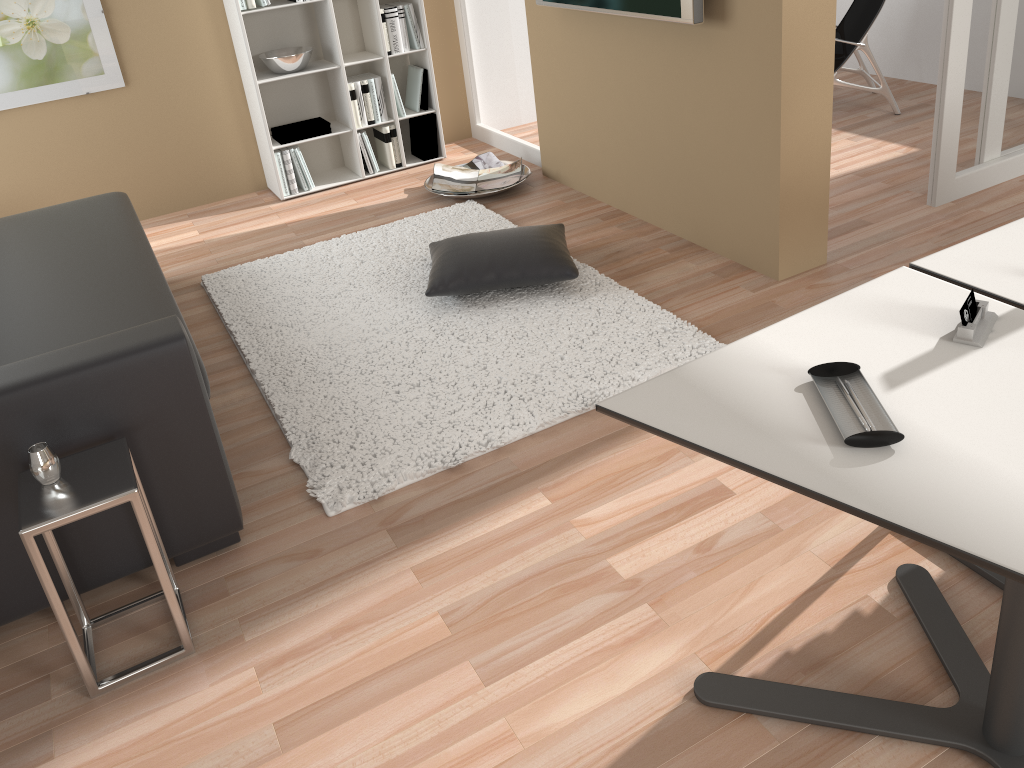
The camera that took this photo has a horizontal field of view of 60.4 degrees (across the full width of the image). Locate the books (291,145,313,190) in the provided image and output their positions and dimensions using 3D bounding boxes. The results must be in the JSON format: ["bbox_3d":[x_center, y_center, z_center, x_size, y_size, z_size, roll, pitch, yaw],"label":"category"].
[{"bbox_3d":[-1.235,-1.268,5.107,0.059,0.246,0.215,-18,29,-21],"label":"books"}]

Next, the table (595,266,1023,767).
[{"bbox_3d":[0.765,0.371,1.475,0.824,0.656,0.957,-21,31,-24],"label":"table"}]

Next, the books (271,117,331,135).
[{"bbox_3d":[-1.216,-1.486,5.065,0.301,0.006,0.218,-20,32,-22],"label":"books"}]

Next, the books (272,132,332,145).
[{"bbox_3d":[-1.214,-1.437,5.085,0.301,0.007,0.218,-20,32,-22],"label":"books"}]

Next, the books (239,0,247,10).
[{"bbox_3d":[-1.466,-2.114,4.643,0.041,0.246,0.215,-18,29,-21],"label":"books"}]

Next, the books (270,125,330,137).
[{"bbox_3d":[-1.220,-1.477,5.071,0.301,0.007,0.218,-20,32,-22],"label":"books"}]

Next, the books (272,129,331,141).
[{"bbox_3d":[-1.215,-1.457,5.077,0.301,0.006,0.218,-20,32,-22],"label":"books"}]

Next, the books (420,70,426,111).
[{"bbox_3d":[-0.566,-1.795,5.338,0.043,0.227,0.218,-18,29,-21],"label":"books"}]

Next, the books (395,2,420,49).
[{"bbox_3d":[-0.619,-2.100,5.157,0.061,0.247,0.215,-18,29,-21],"label":"books"}]

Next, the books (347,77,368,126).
[{"bbox_3d":[-0.914,-1.655,5.155,0.041,0.246,0.215,-18,29,-21],"label":"books"}]

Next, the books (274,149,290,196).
[{"bbox_3d":[-1.346,-1.231,5.066,0.041,0.246,0.215,-18,29,-21],"label":"books"}]

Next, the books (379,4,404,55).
[{"bbox_3d":[-0.714,-2.058,5.106,0.077,0.246,0.215,-18,29,-21],"label":"books"}]

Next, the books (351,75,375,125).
[{"bbox_3d":[-0.877,-1.668,5.169,0.041,0.246,0.215,-18,29,-21],"label":"books"}]

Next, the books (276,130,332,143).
[{"bbox_3d":[-1.215,-1.447,5.082,0.301,0.006,0.218,-20,32,-22],"label":"books"}]

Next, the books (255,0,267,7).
[{"bbox_3d":[-1.381,-2.144,4.677,0.061,0.247,0.215,-18,29,-21],"label":"books"}]

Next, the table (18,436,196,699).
[{"bbox_3d":[-0.912,0.409,1.991,0.230,0.447,0.247,-19,29,-22],"label":"table"}]

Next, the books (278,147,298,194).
[{"bbox_3d":[-1.303,-1.244,5.080,0.041,0.246,0.215,-18,29,-21],"label":"books"}]

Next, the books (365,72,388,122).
[{"bbox_3d":[-0.804,-1.696,5.202,0.041,0.246,0.215,-18,29,-21],"label":"books"}]

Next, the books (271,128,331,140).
[{"bbox_3d":[-1.216,-1.462,5.075,0.301,0.006,0.218,-20,32,-22],"label":"books"}]

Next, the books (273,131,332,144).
[{"bbox_3d":[-1.215,-1.442,5.084,0.301,0.006,0.218,-20,32,-22],"label":"books"}]

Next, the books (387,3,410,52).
[{"bbox_3d":[-0.667,-2.084,5.141,0.041,0.246,0.215,-18,29,-21],"label":"books"}]

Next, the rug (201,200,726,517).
[{"bbox_3d":[-0.352,-0.291,3.494,1.469,0.043,2.098,-20,32,-21],"label":"rug"}]

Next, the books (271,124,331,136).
[{"bbox_3d":[-1.216,-1.481,5.066,0.301,0.007,0.218,-20,32,-22],"label":"books"}]

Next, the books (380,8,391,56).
[{"bbox_3d":[-0.770,-2.039,5.085,0.041,0.246,0.215,-18,29,-21],"label":"books"}]

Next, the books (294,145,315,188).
[{"bbox_3d":[-1.227,-1.282,5.126,0.059,0.246,0.215,-18,29,-21],"label":"books"}]

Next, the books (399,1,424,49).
[{"bbox_3d":[-0.596,-2.108,5.167,0.061,0.247,0.215,-18,29,-21],"label":"books"}]

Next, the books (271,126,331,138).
[{"bbox_3d":[-1.219,-1.473,5.073,0.301,0.007,0.218,-20,32,-22],"label":"books"}]

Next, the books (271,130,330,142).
[{"bbox_3d":[-1.218,-1.452,5.078,0.302,0.006,0.217,-21,33,-23],"label":"books"}]

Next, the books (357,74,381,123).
[{"bbox_3d":[-0.841,-1.682,5.186,0.041,0.246,0.215,-18,29,-21],"label":"books"}]

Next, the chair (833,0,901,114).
[{"bbox_3d":[1.579,-2.073,5.389,1.431,0.786,0.728,-2,28,9],"label":"chair"}]

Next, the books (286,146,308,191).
[{"bbox_3d":[-1.260,-1.263,5.100,0.061,0.247,0.215,-18,29,-21],"label":"books"}]

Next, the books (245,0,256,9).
[{"bbox_3d":[-1.423,-2.127,4.656,0.041,0.246,0.215,-18,29,-21],"label":"books"}]

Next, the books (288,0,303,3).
[{"bbox_3d":[-1.201,-2.215,4.764,0.041,0.263,0.215,-18,29,-21],"label":"books"}]

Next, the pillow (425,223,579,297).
[{"bbox_3d":[-0.055,-0.516,3.629,0.609,0.200,0.611,-7,29,1],"label":"pillow"}]

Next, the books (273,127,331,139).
[{"bbox_3d":[-1.217,-1.466,5.071,0.301,0.006,0.218,-20,32,-21],"label":"books"}]

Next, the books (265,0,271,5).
[{"bbox_3d":[-1.365,-2.157,4.696,0.059,0.246,0.215,-18,29,-21],"label":"books"}]

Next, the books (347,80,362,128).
[{"bbox_3d":[-0.948,-1.638,5.133,0.041,0.246,0.215,-18,29,-21],"label":"books"}]

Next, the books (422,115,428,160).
[{"bbox_3d":[-0.567,-1.527,5.405,0.032,0.260,0.224,-18,29,-21],"label":"books"}]

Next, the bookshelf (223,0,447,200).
[{"bbox_3d":[-1.056,-2.201,4.908,1.054,2.041,0.344,-20,28,-23],"label":"bookshelf"}]
